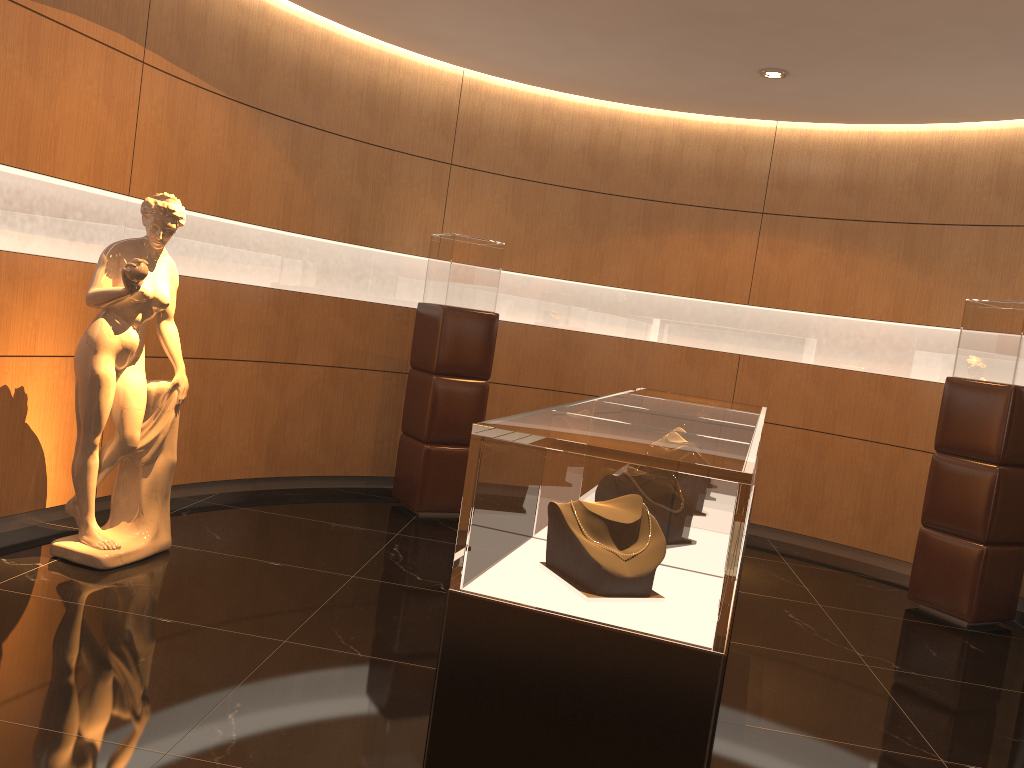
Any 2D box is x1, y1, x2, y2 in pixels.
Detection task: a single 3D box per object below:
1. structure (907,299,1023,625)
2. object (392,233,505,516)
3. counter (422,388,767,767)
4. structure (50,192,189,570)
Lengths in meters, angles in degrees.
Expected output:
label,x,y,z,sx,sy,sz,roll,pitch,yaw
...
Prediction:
label,x,y,z,sx,sy,sz,roll,pitch,yaw
structure,3.000,0.490,5.609,0.484,2.000,0.498,6,5,-29
object,-0.460,-0.063,6.465,0.484,2.000,0.498,6,5,-30
counter,0.474,0.678,3.097,0.615,1.173,2.514,9,4,16
structure,-1.932,-0.039,4.384,0.477,1.836,0.733,8,4,5
